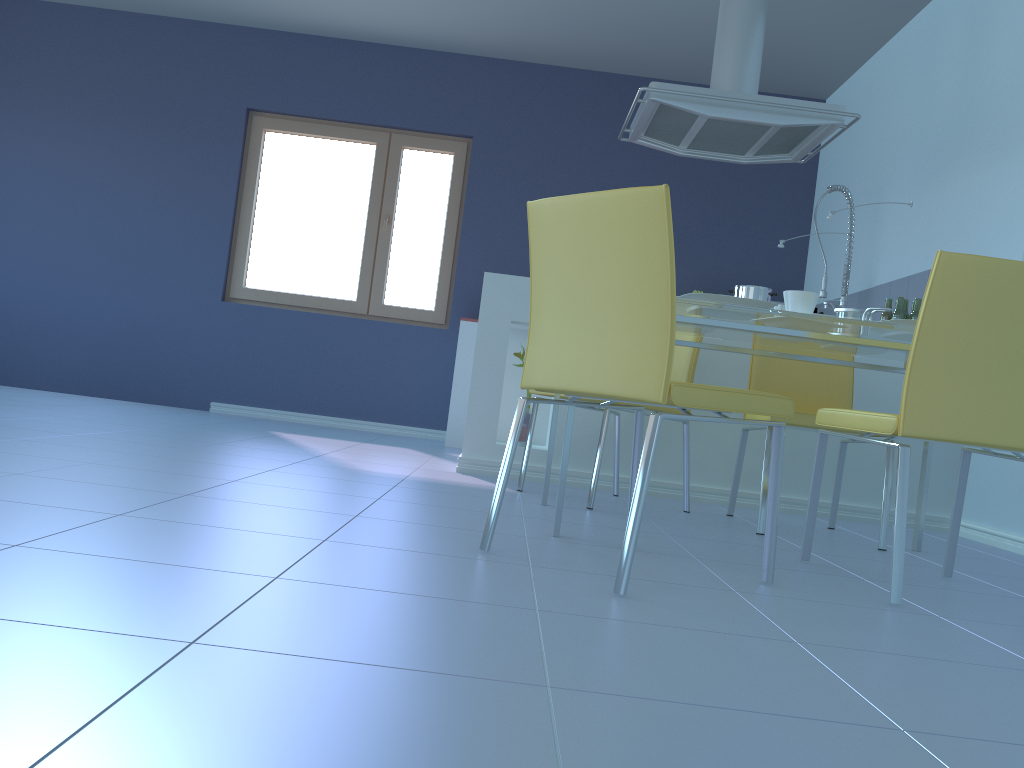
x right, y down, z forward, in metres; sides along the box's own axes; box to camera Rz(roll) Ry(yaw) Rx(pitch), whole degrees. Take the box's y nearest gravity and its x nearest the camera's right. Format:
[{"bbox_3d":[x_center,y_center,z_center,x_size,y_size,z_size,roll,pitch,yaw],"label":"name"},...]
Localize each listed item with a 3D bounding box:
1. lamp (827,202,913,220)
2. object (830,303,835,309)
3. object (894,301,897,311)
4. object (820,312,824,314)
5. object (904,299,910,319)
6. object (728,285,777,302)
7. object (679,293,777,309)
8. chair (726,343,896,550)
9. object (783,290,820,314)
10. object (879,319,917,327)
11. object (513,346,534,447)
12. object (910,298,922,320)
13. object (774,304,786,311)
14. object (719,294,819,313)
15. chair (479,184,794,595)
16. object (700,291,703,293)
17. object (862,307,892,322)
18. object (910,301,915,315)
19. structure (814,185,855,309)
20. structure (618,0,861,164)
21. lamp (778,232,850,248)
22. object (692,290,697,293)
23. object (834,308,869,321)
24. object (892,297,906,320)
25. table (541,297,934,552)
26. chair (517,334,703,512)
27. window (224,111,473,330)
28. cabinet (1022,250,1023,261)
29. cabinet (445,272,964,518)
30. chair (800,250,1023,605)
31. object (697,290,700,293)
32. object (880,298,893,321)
[{"bbox_3d":[1.721,-0.837,4.271,0.400,0.134,0.037,7,-1,0],"label":"lamp"},{"bbox_3d":[0.915,-0.187,2.463,0.023,0.079,0.077,8,-1,-35],"label":"object"},{"bbox_3d":[1.659,-0.263,3.824,0.052,0.190,0.052,8,-1,-35],"label":"object"},{"bbox_3d":[1.781,-0.286,5.123,0.037,0.265,0.019,7,-1,9],"label":"object"},{"bbox_3d":[1.652,-0.264,3.749,0.052,0.187,0.052,7,-1,19],"label":"object"},{"bbox_3d":[1.011,-0.351,3.744,0.170,0.106,0.157,7,-1,-17],"label":"object"},{"bbox_3d":[0.525,-0.192,2.191,0.228,0.020,0.228,7,-1,-3],"label":"object"},{"bbox_3d":[0.968,0.127,2.874,0.387,0.695,0.484,7,-1,2],"label":"chair"},{"bbox_3d":[0.756,-0.193,2.310,0.111,0.083,0.091,8,-1,-28],"label":"object"},{"bbox_3d":[1.019,-0.130,2.193,0.228,0.020,0.228,7,-1,-3],"label":"object"},{"bbox_3d":[0.067,0.041,3.554,0.229,0.423,0.067,6,-1,31],"label":"object"},{"bbox_3d":[1.681,-0.262,3.689,0.052,0.187,0.052,7,-1,19],"label":"object"},{"bbox_3d":[0.802,-0.182,2.600,0.111,0.083,0.091,7,-1,-18],"label":"object"},{"bbox_3d":[1.530,-0.327,5.512,0.611,0.350,0.367,7,-1,0],"label":"object"},{"bbox_3d":[0.263,0.017,1.767,0.484,0.695,0.387,8,-2,-42],"label":"chair"},{"bbox_3d":[1.160,-0.483,5.593,0.053,0.214,0.220,7,-1,-4],"label":"object"},{"bbox_3d":[0.933,-0.167,2.415,0.123,0.081,0.166,7,-1,-9],"label":"object"},{"bbox_3d":[1.708,-0.258,3.772,0.052,0.190,0.052,8,-1,-35],"label":"object"},{"bbox_3d":[1.696,-0.610,4.662,0.178,0.920,0.308,7,-1,-2],"label":"structure"},{"bbox_3d":[0.998,-1.530,3.868,0.895,0.962,0.695,7,-1,0],"label":"structure"},{"bbox_3d":[1.715,-0.822,5.037,0.400,0.134,0.037,7,-1,0],"label":"lamp"},{"bbox_3d":[1.118,-0.489,5.590,0.053,0.214,0.220,7,-1,-4],"label":"object"},{"bbox_3d":[0.930,-0.167,2.437,0.090,0.071,0.087,8,-1,-35],"label":"object"},{"bbox_3d":[1.614,-0.270,3.704,0.052,0.187,0.052,7,-1,19],"label":"object"},{"bbox_3d":[0.711,0.144,2.417,1.173,0.590,0.730,7,-1,0],"label":"table"},{"bbox_3d":[0.365,0.056,3.047,0.484,0.695,0.387,8,-1,-37],"label":"chair"},{"bbox_3d":[-1.062,-1.067,5.783,1.475,1.263,0.142,7,-1,0],"label":"window"},{"bbox_3d":[1.764,-0.222,2.754,0.173,0.450,0.450,7,-1,0],"label":"cabinet"},{"bbox_3d":[0.727,0.085,4.612,2.139,0.800,2.200,7,-1,0],"label":"cabinet"},{"bbox_3d":[0.950,0.106,1.951,0.387,0.695,0.484,7,-1,-3],"label":"chair"},{"bbox_3d":[1.139,-0.486,5.592,0.053,0.214,0.220,7,-1,-4],"label":"object"},{"bbox_3d":[1.602,-0.271,3.792,0.052,0.190,0.052,8,-1,-35],"label":"object"}]
